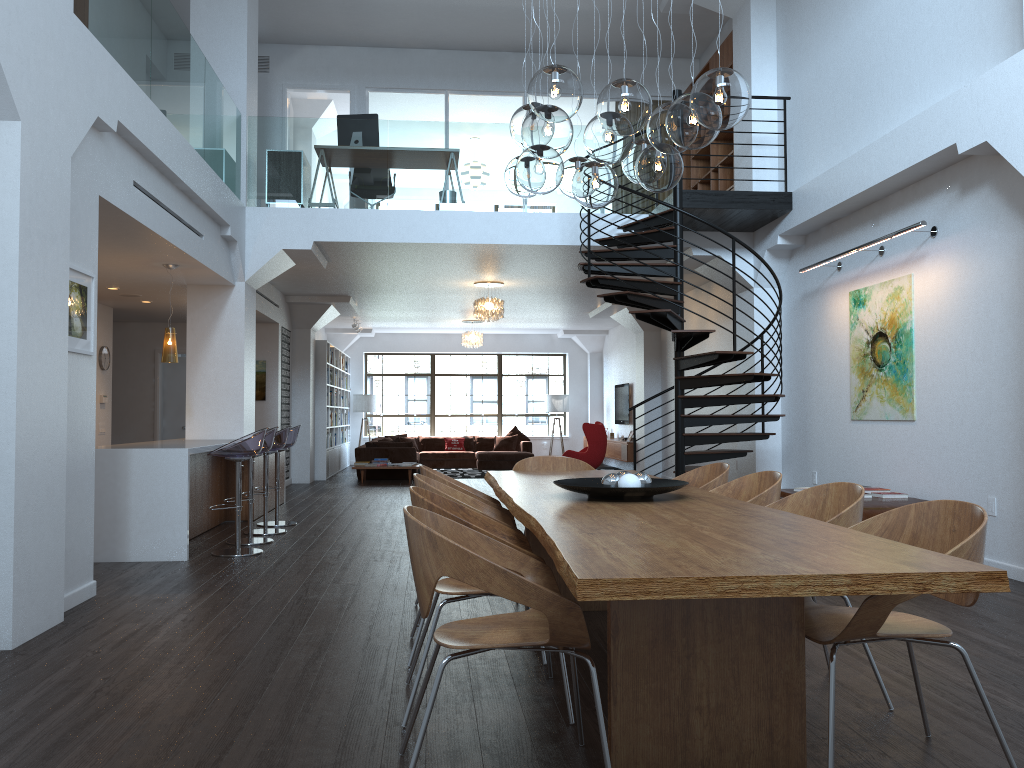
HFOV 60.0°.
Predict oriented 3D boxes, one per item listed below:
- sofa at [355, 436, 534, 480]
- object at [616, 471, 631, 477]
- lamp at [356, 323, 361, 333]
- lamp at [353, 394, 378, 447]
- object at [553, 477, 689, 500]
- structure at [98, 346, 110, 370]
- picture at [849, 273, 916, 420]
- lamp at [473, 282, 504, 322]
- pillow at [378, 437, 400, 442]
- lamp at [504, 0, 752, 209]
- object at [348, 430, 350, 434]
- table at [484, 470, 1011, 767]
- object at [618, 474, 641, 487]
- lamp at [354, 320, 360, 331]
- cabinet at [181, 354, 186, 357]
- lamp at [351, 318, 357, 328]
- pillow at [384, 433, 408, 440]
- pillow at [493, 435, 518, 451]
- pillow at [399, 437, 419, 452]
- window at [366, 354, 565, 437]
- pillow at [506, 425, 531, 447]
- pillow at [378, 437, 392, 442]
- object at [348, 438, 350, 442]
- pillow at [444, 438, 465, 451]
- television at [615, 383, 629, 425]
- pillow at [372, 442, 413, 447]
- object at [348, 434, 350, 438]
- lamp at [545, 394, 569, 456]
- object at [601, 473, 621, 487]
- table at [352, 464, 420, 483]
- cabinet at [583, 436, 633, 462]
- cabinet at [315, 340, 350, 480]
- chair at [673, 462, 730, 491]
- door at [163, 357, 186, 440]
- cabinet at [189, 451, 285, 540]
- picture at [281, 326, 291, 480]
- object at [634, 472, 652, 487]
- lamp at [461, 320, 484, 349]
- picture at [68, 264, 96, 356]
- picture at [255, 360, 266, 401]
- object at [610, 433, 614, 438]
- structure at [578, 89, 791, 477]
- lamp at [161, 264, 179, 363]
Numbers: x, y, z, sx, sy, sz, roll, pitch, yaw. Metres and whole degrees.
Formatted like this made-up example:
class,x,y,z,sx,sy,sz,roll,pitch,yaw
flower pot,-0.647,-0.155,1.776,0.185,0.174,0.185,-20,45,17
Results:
class,x,y,z,sx,sy,sz,roll,pitch,yaw
sofa,-1.193,1.401,17.572,3.481,0.664,4.197,0,-2,-5
object,0.500,0.438,3.964,0.100,0.100,0.100,-2,-3,40
lamp,-3.129,-1.138,18.103,0.120,0.211,0.111,1,-2,-31
lamp,-3.286,1.028,19.841,0.545,1.579,0.545,0,-2,-16
object,0.475,0.463,3.894,0.592,0.066,0.592,-2,-3,43
structure,-5.089,-0.321,11.076,0.040,0.300,0.300,0,-2,-5
picture,3.221,-0.285,7.762,0.010,1.200,1.095,0,-2,-5
lamp,-0.331,-1.164,12.677,0.441,0.539,0.442,-2,-3,37
pillow,-2.167,1.161,15.999,0.559,0.411,0.269,-2,-3,41
lamp,0.439,-1.967,4.290,0.849,2.140,1.787,0,-2,-6
object,-3.743,1.052,19.485,0.316,0.088,0.410,0,-2,-5
table,0.478,0.871,3.874,1.012,0.750,3.803,0,-2,-5
object,0.504,0.434,3.804,0.100,0.100,0.100,-2,-3,40
lamp,-3.083,-1.156,17.587,0.111,0.211,0.120,-2,-3,44
cabinet,-5.774,0.141,14.578,0.527,2.991,2.630,0,-2,-5
lamp,-3.037,-1.174,17.083,0.111,0.211,0.120,-1,-2,29
pillow,-2.429,1.275,19.032,0.580,0.418,0.334,1,-2,-32
pillow,-0.148,1.275,19.165,0.542,0.362,0.248,-1,-2,16
pillow,-2.230,1.290,18.953,0.489,0.337,0.238,1,-2,-36
window,-1.066,0.267,20.684,4.648,1.905,0.114,0,-2,-5
pillow,0.042,1.198,19.351,0.651,0.587,0.335,1,-2,-26
pillow,-2.404,1.234,17.410,0.325,0.391,0.625,-1,-2,11
object,-3.735,1.228,19.480,0.331,0.088,0.410,0,-2,-5
pillow,-1.237,1.312,19.185,0.465,0.308,0.220,0,-2,-9
television,2.223,0.410,17.961,0.013,0.816,1.324,0,-2,-5
pillow,-2.105,1.194,15.736,0.750,0.364,0.289,0,-2,-6
object,-3.735,1.140,19.483,0.331,0.088,0.410,0,-2,-5
lamp,1.018,1.030,20.129,0.545,1.579,0.545,0,-2,6
object,0.440,0.441,3.884,0.100,0.100,0.100,-2,-3,40
table,-2.104,1.507,14.936,1.100,0.271,0.853,0,-2,-5
cabinet,2.062,1.290,17.980,0.459,0.350,4.501,0,-2,-5
cabinet,-3.627,0.528,17.488,0.461,2.414,4.500,0,-2,-5
chair,0.948,0.870,5.091,0.617,0.830,0.629,0,-2,-5
door,-5.489,0.586,13.933,0.826,2.032,0.174,0,-2,-5
cabinet,-3.143,1.028,9.042,0.898,0.796,4.493,0,-2,-5
picture,-3.554,0.317,13.940,0.021,2.380,0.800,0,-2,-5
object,0.564,0.435,3.885,0.100,0.100,0.100,-2,-3,40
lamp,-0.790,-0.985,17.714,0.441,0.539,0.442,-2,-3,37
picture,-2.557,-0.434,5.218,0.018,0.500,0.500,0,-2,-5
picture,-3.914,-0.052,13.267,0.450,0.600,0.030,0,-2,-5
object,2.112,1.085,18.694,0.089,0.110,0.089,-2,-3,40
structure,1.655,-0.759,8.804,1.998,4.352,1.998,2,-3,-44
lamp,-2.393,-1.061,9.298,0.149,1.807,2.842,-1,-2,34
